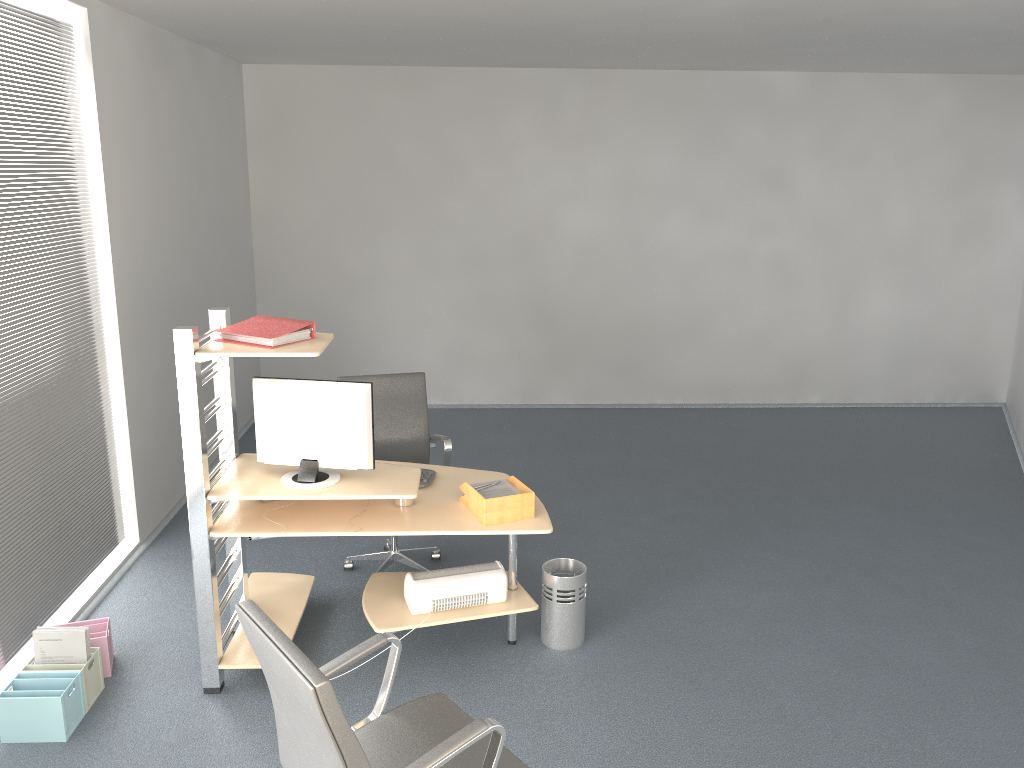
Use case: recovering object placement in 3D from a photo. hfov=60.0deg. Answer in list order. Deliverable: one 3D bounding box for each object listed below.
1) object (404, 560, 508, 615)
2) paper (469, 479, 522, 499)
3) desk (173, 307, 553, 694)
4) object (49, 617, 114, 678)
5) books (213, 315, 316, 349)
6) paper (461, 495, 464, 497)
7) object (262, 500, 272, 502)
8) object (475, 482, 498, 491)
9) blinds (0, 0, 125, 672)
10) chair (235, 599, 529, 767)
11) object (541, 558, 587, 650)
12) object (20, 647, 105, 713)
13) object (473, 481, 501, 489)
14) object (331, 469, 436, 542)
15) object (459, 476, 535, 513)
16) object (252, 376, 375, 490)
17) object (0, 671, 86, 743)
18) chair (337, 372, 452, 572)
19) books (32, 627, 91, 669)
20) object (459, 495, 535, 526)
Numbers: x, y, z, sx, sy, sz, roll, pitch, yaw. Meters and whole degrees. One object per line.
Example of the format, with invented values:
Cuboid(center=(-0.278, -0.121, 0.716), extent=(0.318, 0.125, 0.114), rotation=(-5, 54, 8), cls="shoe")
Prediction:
Cuboid(center=(-0.276, 0.878, 4.028), extent=(0.438, 0.162, 0.351), rotation=(-4, 15, -18), cls="object")
Cuboid(center=(-0.070, 0.476, 3.835), extent=(0.210, 0.010, 0.297), rotation=(-5, 15, -23), cls="paper")
Cuboid(center=(-0.584, 0.437, 4.054), extent=(1.469, 1.566, 0.967), rotation=(0, 14, -3), cls="desk")
Cuboid(center=(-1.894, 1.176, 3.891), extent=(0.245, 0.202, 0.185), rotation=(-5, 15, -20), cls="object")
Cuboid(center=(-1.019, -0.219, 3.652), extent=(0.320, 0.072, 0.262), rotation=(8, 16, 29), cls="books")
Cuboid(center=(-0.070, 0.526, 3.847), extent=(0.210, 0.019, 0.297), rotation=(-5, 15, -23), cls="paper")
Cuboid(center=(-1.056, 0.477, 3.949), extent=(0.159, 0.064, 0.054), rotation=(-9, 17, -34), cls="object")
Cuboid(center=(-0.114, 0.452, 3.895), extent=(0.008, 0.009, 0.159), rotation=(13, 18, 41), cls="object")
Cuboid(center=(-2.175, -0.231, 3.815), extent=(0.022, 2.770, 1.950), rotation=(0, 14, -3), cls="blinds")
Cuboid(center=(-0.339, 1.092, 2.484), extent=(0.652, 1.048, 0.584), rotation=(-10, 17, -36), cls="chair")
Cuboid(center=(0.242, 1.036, 4.169), extent=(0.208, 0.377, 0.208), rotation=(12, 18, 40), cls="object")
Cuboid(center=(-1.857, 1.230, 3.673), extent=(0.245, 0.202, 0.185), rotation=(0, 14, -2), cls="object")
Cuboid(center=(-0.109, 0.444, 3.924), extent=(0.159, 0.009, 0.008), rotation=(-10, 18, -38), cls="object")
Cuboid(center=(-0.632, 0.525, 3.952), extent=(0.478, 0.082, 0.814), rotation=(2, 14, 5), cls="object")
Cuboid(center=(-0.069, 0.459, 3.830), extent=(0.225, 0.060, 0.309), rotation=(-5, 15, -23), cls="object")
Cuboid(center=(-0.854, 0.199, 3.683), extent=(0.516, 0.418, 0.245), rotation=(5, 15, 19), cls="object")
Cuboid(center=(-1.849, 1.274, 3.494), extent=(0.245, 0.202, 0.185), rotation=(0, 14, -2), cls="object")
Cuboid(center=(-0.645, 0.524, 4.782), extent=(0.584, 1.048, 0.652), rotation=(-3, 14, -16), cls="chair")
Cuboid(center=(-1.856, 1.158, 3.671), extent=(0.220, 0.306, 0.068), rotation=(0, 14, -2), cls="books")
Cuboid(center=(-0.069, 0.514, 3.843), extent=(0.225, 0.060, 0.309), rotation=(-5, 15, -23), cls="object")
